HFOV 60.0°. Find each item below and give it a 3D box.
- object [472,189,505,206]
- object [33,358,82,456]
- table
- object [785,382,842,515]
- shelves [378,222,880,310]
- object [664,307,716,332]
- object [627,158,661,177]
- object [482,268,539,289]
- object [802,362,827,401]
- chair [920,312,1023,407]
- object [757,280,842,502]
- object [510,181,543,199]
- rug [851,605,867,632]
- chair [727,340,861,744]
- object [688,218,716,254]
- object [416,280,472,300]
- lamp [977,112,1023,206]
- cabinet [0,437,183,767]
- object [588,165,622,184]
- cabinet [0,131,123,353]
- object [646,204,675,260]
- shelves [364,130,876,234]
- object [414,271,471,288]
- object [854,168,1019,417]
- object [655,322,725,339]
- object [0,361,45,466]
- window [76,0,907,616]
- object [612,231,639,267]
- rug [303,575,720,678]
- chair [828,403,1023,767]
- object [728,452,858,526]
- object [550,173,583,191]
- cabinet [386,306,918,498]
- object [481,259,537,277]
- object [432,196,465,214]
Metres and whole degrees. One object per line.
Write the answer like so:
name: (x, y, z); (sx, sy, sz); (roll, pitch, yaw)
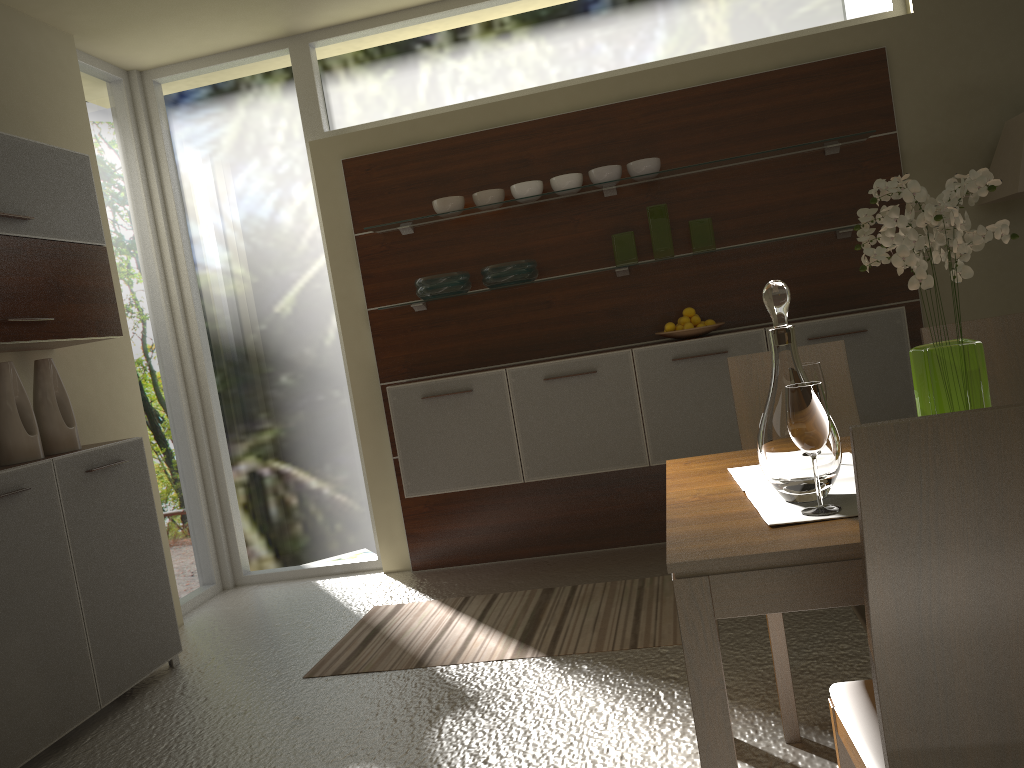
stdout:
object: (-0.114, -0.929, 4.475); (0.163, 0.077, 0.163); (-11, 4, -31)
object: (-1.864, 0.089, 3.596); (0.153, 0.384, 0.153); (-6, 5, 44)
table: (1.087, 0.536, 1.837); (1.411, 0.790, 1.000); (-9, 3, 10)
object: (0.541, 0.115, 1.598); (0.075, 0.232, 0.075); (-11, 4, -31)
shelves: (0.539, -0.573, 4.388); (2.463, 0.008, 0.255); (-9, 3, 10)
object: (0.840, -0.298, 4.297); (0.259, 0.139, 0.230); (-10, 3, -20)
object: (0.645, -1.044, 4.319); (0.163, 0.077, 0.163); (-11, 4, -31)
object: (-0.006, -0.526, 4.458); (0.288, 0.068, 0.288); (-11, 4, -31)
object: (0.691, 0.068, 2.037); (0.075, 0.232, 0.075); (-11, 4, -31)
chair: (1.468, 0.322, 2.462); (0.404, 1.017, 0.507); (-9, 3, 8)
object: (0.537, 0.010, 1.714); (0.156, 0.426, 0.156); (-12, 4, -38)
object: (0.078, -0.957, 4.418); (0.163, 0.077, 0.163); (-11, 4, -31)
rug: (2.062, 0.692, 3.267); (1.613, 0.010, 0.843); (-9, 3, 11)
chair: (0.892, 0.411, 2.557); (0.404, 1.017, 0.507); (-9, 3, 10)
object: (0.920, -0.716, 4.298); (0.111, 0.160, 0.112); (-9, 3, 10)
object: (-0.345, -0.474, 4.517); (0.288, 0.068, 0.288); (-11, 4, -31)
lamp: (2.483, -0.319, 3.929); (0.499, 1.782, 0.499); (-9, 3, 10)
cabinet: (-1.876, 0.850, 2.783); (0.372, 1.018, 2.318); (-9, 3, 10)
object: (0.460, -1.015, 4.343); (0.163, 0.077, 0.163); (-11, 4, -31)
cabinet: (-2.092, -0.471, 2.705); (0.372, 0.789, 2.318); (-9, 3, 10)
object: (0.722, -0.737, 4.309); (0.099, 0.259, 0.099); (-9, 3, 10)
shelves: (0.473, -0.975, 4.365); (2.463, 0.008, 0.255); (-9, 3, 10)
object: (-0.352, -0.516, 4.514); (0.288, 0.068, 0.288); (-11, 4, -31)
object: (0.860, -0.132, 1.790); (0.302, 0.608, 0.304); (-8, 3, 14)
object: (0.866, -0.247, 4.303); (0.337, 0.053, 0.337); (-6, 4, 42)
object: (-1.902, 0.108, 3.377); (0.153, 0.384, 0.153); (-6, 5, 44)
window: (-0.270, -0.357, 1.797); (4.466, 3.000, 6.429); (-9, 3, 8)
object: (0.556, -0.660, 4.355); (0.112, 0.160, 0.111); (-9, 3, 10)
rug: (0.036, 0.996, 3.730); (1.613, 0.007, 0.842); (-9, 3, 11)
chair: (0.727, 0.508, 1.360); (0.404, 1.017, 0.507); (-9, 3, 11)
object: (0.629, 0.205, 1.840); (0.287, 0.010, 0.589); (-9, 3, 7)
object: (0.274, -0.987, 4.393); (0.163, 0.077, 0.163); (-12, 4, -38)
cabinet: (0.639, 0.100, 4.370); (2.463, 0.570, 0.372); (-9, 3, 10)
object: (-0.013, -0.568, 4.456); (0.288, 0.068, 0.288); (-11, 4, -31)
object: (-0.317, -0.896, 4.490); (0.163, 0.077, 0.163); (-11, 4, -31)
